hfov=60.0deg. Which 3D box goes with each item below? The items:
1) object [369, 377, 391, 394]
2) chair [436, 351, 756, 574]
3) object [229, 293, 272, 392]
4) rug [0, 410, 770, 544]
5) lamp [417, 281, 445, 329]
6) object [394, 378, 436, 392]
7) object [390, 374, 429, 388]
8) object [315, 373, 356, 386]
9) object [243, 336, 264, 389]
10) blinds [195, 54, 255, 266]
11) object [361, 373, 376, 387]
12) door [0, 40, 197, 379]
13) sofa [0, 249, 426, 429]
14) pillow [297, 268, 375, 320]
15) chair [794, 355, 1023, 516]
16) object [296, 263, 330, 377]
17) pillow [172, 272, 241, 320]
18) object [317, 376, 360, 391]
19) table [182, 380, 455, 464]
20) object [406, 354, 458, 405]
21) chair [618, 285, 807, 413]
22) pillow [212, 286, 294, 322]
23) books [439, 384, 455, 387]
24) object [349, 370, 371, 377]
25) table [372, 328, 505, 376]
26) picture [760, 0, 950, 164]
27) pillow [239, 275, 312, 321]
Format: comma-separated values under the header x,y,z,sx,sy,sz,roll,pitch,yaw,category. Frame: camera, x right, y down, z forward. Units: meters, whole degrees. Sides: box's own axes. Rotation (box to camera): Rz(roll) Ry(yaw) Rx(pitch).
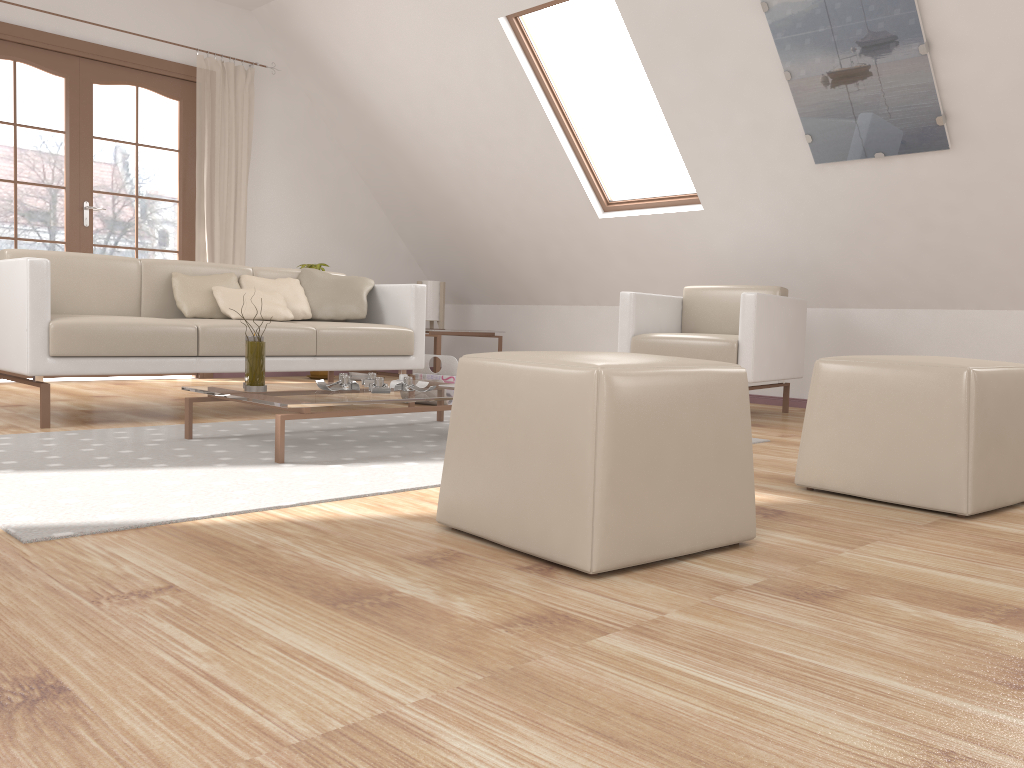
x,y,z,sx,sy,sz,roll,pitch,yaw,category
-0.471,0.005,3.157,0.064,0.052,0.143,1,4,-14,object
0.182,0.128,1.900,0.506,0.394,0.506,-1,5,-40,chair
-0.876,-0.154,3.012,0.123,0.359,0.184,2,4,-3,object
-0.494,0.212,3.248,2.800,0.007,1.600,-2,5,-44,rug
-0.651,-0.628,7.041,0.221,0.375,0.180,1,4,-11,lamp
-0.356,0.002,3.269,0.143,0.051,0.064,3,4,16,object
-0.396,-0.011,3.424,0.143,0.052,0.064,-2,5,-44,object
-0.665,-0.014,3.355,0.143,0.052,0.064,3,4,16,object
-0.913,-0.077,3.142,0.075,0.185,0.075,1,4,-13,object
-1.972,-1.148,6.125,0.123,2.129,0.424,5,5,40,blinds
-0.550,-0.018,3.467,0.064,0.052,0.143,1,4,-14,object
-2.719,-1.039,5.588,1.546,2.001,0.098,-2,5,-44,door
-1.390,-0.232,4.204,1.880,0.706,0.820,-2,5,-44,sofa
-0.946,-0.476,4.693,0.424,0.276,0.269,2,4,5,pillow
1.166,0.117,2.525,0.506,0.394,0.506,-1,5,-40,chair
-1.436,-0.466,6.505,0.307,0.846,0.311,5,5,38,object
-1.450,-0.430,4.272,0.351,0.235,0.185,-2,5,-41,pillow
-0.625,-0.003,3.200,0.143,0.052,0.064,-2,5,-44,object
-0.510,0.115,3.317,1.173,0.190,0.730,-2,5,-44,table
-0.420,-0.025,4.832,0.315,0.267,0.212,4,5,33,object
1.089,-0.195,4.814,0.748,0.706,0.820,5,5,35,chair
-1.238,-0.380,4.274,0.363,0.170,0.227,-1,5,-39,pillow
-0.134,0.007,3.627,0.192,0.005,0.280,5,5,38,books
-1.103,-0.270,6.502,0.209,0.480,0.234,3,4,12,object
-0.585,-0.233,6.917,0.773,0.390,0.730,6,5,44,table
1.539,-1.453,4.017,0.683,0.738,0.650,-2,5,-44,picture
-1.203,-0.437,4.507,0.351,0.225,0.196,-1,5,-39,pillow
